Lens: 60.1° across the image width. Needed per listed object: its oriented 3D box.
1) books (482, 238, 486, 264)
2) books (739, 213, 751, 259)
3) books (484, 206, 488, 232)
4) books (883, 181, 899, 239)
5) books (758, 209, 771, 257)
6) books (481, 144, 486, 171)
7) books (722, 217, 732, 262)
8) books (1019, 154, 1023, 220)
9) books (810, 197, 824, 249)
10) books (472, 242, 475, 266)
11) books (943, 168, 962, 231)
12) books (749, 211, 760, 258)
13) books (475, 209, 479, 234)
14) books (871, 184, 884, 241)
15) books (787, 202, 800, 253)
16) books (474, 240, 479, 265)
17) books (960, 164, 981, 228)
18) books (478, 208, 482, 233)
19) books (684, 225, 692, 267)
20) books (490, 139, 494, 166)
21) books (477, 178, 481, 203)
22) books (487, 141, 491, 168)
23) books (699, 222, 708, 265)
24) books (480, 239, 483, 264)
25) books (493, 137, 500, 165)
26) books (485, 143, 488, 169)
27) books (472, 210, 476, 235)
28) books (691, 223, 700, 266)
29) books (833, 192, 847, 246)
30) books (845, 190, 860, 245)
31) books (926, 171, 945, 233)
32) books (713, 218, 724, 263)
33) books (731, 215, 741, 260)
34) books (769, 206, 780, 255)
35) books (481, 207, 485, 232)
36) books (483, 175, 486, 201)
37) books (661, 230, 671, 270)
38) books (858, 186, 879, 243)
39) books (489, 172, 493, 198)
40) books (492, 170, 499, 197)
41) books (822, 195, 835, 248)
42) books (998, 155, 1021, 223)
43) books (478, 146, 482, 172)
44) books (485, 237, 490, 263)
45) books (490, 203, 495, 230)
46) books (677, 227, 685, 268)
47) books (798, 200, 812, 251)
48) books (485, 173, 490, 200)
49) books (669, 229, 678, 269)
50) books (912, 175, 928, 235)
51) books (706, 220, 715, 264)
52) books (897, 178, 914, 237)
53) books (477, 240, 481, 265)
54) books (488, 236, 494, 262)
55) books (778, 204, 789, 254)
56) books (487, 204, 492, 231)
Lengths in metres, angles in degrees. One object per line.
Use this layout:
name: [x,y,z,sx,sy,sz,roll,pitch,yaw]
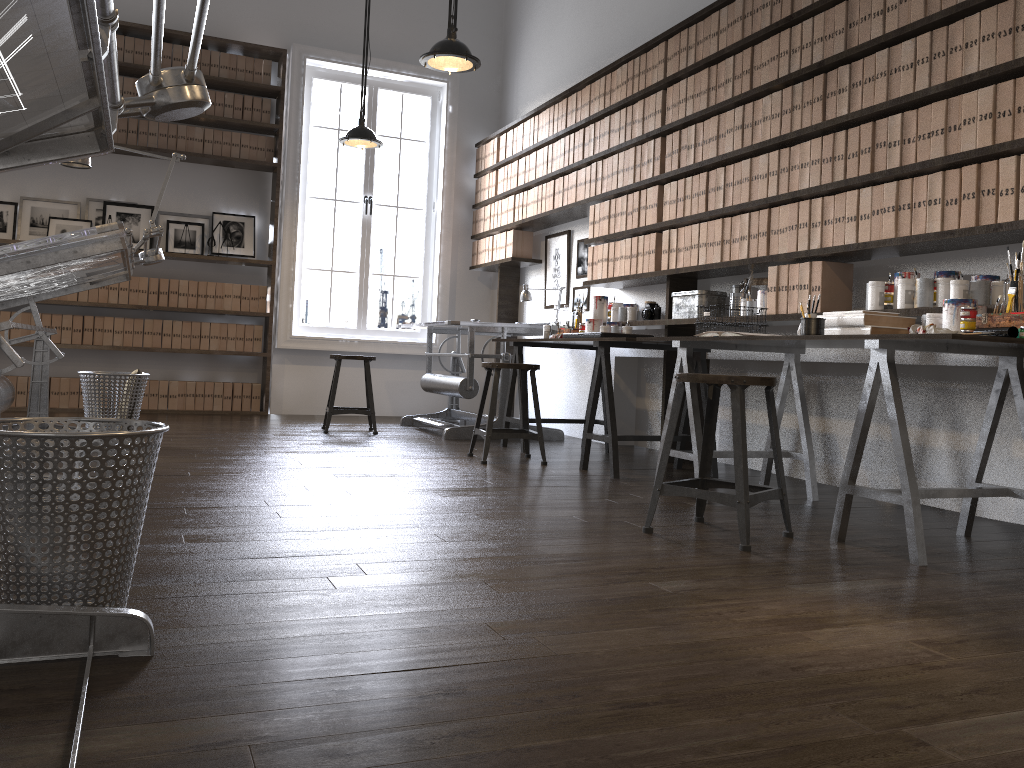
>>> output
books: [-0.162,-1.131,7.595,0.174,0.226,0.067,3,-1,-23]
books: [1.202,-0.711,4.320,0.174,0.226,0.067,3,-1,-23]
books: [-0.144,-1.408,7.608,0.174,0.226,0.067,3,-1,-23]
books: [1.551,-0.672,3.484,0.174,0.226,0.067,3,-1,-23]
books: [1.258,-0.705,4.185,0.174,0.226,0.067,3,-1,-23]
books: [-0.171,-1.965,7.736,0.174,0.226,0.067,3,-1,-23]
books: [1.151,-0.717,4.452,0.174,0.226,0.067,3,-1,-23]
books: [1.780,-0.648,2.948,0.174,0.226,0.067,3,-1,-23]
books: [1.395,-0.690,3.865,0.174,0.226,0.067,3,-1,-23]
books: [-0.263,-1.143,7.854,0.174,0.226,0.067,3,-1,-23]
books: [1.666,-0.660,3.229,0.174,0.226,0.067,3,-1,-23]
books: [1.234,-0.708,4.256,0.174,0.226,0.067,3,-1,-23]
books: [-0.227,-1.417,7.804,0.174,0.226,0.067,3,-1,-23]
books: [1.530,-0.675,3.548,0.174,0.226,0.067,3,-1,-23]
books: [1.335,-0.696,3.998,0.174,0.226,0.067,3,-1,-23]
books: [-0.239,-1.140,7.783,0.174,0.226,0.067,3,-1,-23]
books: [1.690,-0.658,3.157,0.174,0.226,0.067,3,-1,-23]
books: [-0.199,-1.414,7.738,0.174,0.226,0.067,3,-1,-23]
books: [1.019,-0.731,4.765,0.174,0.226,0.067,3,-1,-23]
books: [-0.091,-1.956,7.542,0.174,0.226,0.067,3,-1,-23]
books: [-0.210,-1.690,7.789,0.174,0.226,0.067,3,-1,-23]
books: [-0.115,-1.959,7.608,0.174,0.226,0.067,3,-1,-23]
books: [1.072,-0.725,4.633,0.174,0.226,0.067,3,-1,-23]
books: [-0.182,-1.134,7.655,0.174,0.226,0.067,3,-1,-23]
books: [-0.062,-1.953,7.476,0.174,0.226,0.067,3,-1,-23]
books: [-0.140,-1.962,7.674,0.174,0.226,0.067,3,-1,-23]
books: [-0.258,-1.420,7.864,0.174,0.226,0.067,3,-1,-23]
books: [1.042,-0.728,4.699,0.174,0.226,0.067,3,-1,-23]
books: [1.450,-0.684,3.738,0.174,0.226,0.067,3,-1,-23]
books: [1.474,-0.681,3.671,0.174,0.226,0.067,3,-1,-23]
books: [1.634,-0.664,3.292,0.174,0.226,0.067,3,-1,-23]
books: [1.119,-0.720,4.512,0.174,0.226,0.067,3,-1,-23]
books: [1.179,-0.714,4.387,0.174,0.226,0.067,3,-1,-23]
books: [1.292,-0.701,4.119,0.174,0.226,0.067,3,-1,-23]
books: [-0.176,-1.411,7.671,0.174,0.226,0.067,3,-1,-23]
books: [-0.155,-1.684,7.665,0.174,0.226,0.067,3,-1,-23]
books: [0.931,-0.740,4.959,0.174,0.226,0.067,3,-1,-23]
books: [1.504,-0.678,3.605,0.174,0.226,0.067,3,-1,-23]
books: [-0.102,-1.679,7.542,0.174,0.226,0.067,3,-1,-23]
books: [-0.074,-1.676,7.477,0.174,0.226,0.067,3,-1,-23]
books: [1.425,-0.687,3.803,0.174,0.226,0.067,3,-1,-23]
books: [1.748,-0.651,3.019,0.174,0.226,0.067,3,-1,-23]
books: [-0.202,-1.968,7.802,0.174,0.226,0.067,3,-1,-23]
books: [-0.133,-1.128,7.529,0.174,0.226,0.067,3,-1,-23]
books: [-0.086,-1.402,7.470,0.174,0.226,0.067,3,-1,-23]
books: [0.993,-0.734,4.830,0.174,0.226,0.067,3,-1,-23]
books: [1.363,-0.693,3.931,0.174,0.226,0.067,3,-1,-23]
books: [-0.133,-1.682,7.602,0.174,0.226,0.067,3,-1,-23]
books: [0.963,-0.737,4.893,0.174,0.226,0.067,3,-1,-23]
books: [1.610,-0.666,3.359,0.174,0.226,0.067,3,-1,-23]
books: [1.098,-0.722,4.576,0.174,0.226,0.067,3,-1,-23]
books: [1.583,-0.669,3.425,0.174,0.226,0.067,3,-1,-23]
books: [-0.205,-1.136,7.717,0.174,0.226,0.067,3,-1,-23]
books: [-0.102,-1.125,7.463,0.174,0.226,0.067,3,-1,-23]
books: [1.315,-0.699,4.058,0.174,0.226,0.067,3,-1,-23]
books: [-0.120,-1.405,7.536,0.174,0.226,0.067,3,-1,-23]
